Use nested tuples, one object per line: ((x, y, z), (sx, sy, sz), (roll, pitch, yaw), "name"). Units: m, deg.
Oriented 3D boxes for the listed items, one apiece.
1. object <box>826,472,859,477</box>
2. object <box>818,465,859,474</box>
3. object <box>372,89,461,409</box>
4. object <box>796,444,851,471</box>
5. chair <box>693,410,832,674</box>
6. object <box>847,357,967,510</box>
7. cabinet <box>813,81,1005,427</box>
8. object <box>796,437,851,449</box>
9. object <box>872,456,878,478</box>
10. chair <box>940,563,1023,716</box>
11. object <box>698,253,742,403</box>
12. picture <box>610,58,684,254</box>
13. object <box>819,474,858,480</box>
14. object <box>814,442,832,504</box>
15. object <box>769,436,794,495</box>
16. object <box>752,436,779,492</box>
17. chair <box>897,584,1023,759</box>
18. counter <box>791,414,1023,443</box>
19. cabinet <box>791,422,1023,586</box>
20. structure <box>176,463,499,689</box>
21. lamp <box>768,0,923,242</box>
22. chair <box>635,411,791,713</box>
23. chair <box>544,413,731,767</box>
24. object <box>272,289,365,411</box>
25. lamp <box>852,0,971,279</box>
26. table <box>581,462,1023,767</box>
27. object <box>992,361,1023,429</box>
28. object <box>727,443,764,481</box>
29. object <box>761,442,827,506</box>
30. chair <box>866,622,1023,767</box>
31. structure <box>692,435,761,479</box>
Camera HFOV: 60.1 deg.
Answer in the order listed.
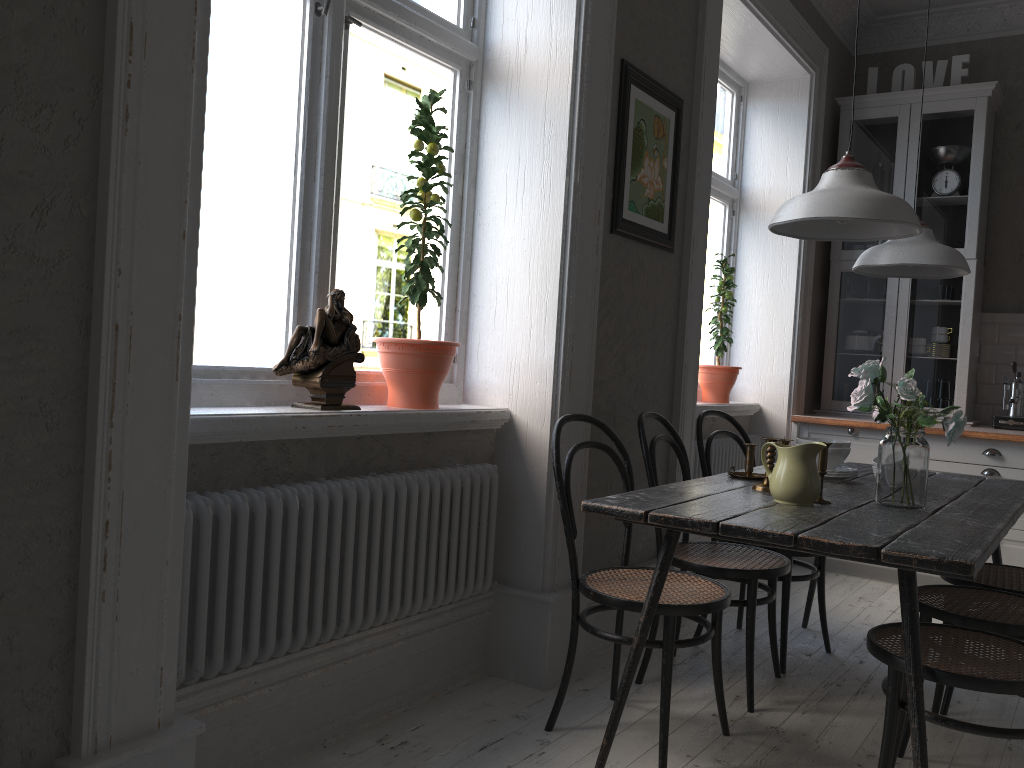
((1.057, 0.302, 3.023), (0.237, 0.027, 0.237), (4, 2, 1), "object")
((1.057, 0.294, 3.023), (0.242, 0.027, 0.233), (2, 2, -34), "object")
((-0.274, -0.422, 2.704), (0.273, 0.991, 0.267), (3, 2, -17), "object")
((1.059, 0.258, 3.022), (0.177, 0.094, 0.182), (4, 2, 25), "object")
((0.980, 0.581, 3.473), (0.447, 0.920, 0.537), (2, 2, -44), "chair")
((1.087, 0.134, 2.454), (0.306, 0.414, 0.256), (4, 2, 32), "object")
((2.345, -0.723, 5.255), (0.862, 1.921, 0.395), (4, 2, 33), "cabinet")
((1.060, 0.238, 3.022), (0.177, 0.094, 0.182), (4, 2, 25), "object")
((1.261, 0.280, 2.942), (0.130, 0.119, 0.122), (2, 2, -41), "object")
((1.720, 0.641, 2.942), (0.539, 0.920, 0.446), (4, 2, 31), "chair")
((1.132, -0.305, 4.810), (0.265, 0.813, 0.255), (3, 2, -29), "object")
((0.523, -0.840, 3.360), (0.019, 0.619, 0.531), (4, 2, 34), "picture")
((1.056, 0.311, 3.024), (0.242, 0.027, 0.232), (2, 2, -39), "object")
((0.859, 0.245, 2.453), (0.060, 0.167, 0.058), (2, 2, -43), "object")
((0.779, 0.235, 2.549), (0.063, 0.172, 0.061), (2, 2, -35), "object")
((0.770, 0.232, 2.643), (0.095, 0.172, 0.097), (4, 2, 15), "object")
((1.429, 0.634, 2.543), (0.537, 0.920, 0.447), (5, 2, 41), "chair")
((2.398, 0.286, 3.430), (3.100, 0.039, 3.457), (5, 2, 34), "counter")
((2.828, 0.727, 3.323), (2.003, 0.854, 4.163), (3, 2, -10), "cabinet")
((-0.416, 0.463, 2.422), (0.146, 0.428, 1.246), (4, 2, 32), "structure")
((0.912, -1.317, 2.265), (0.384, 1.858, 0.374), (3, 2, -19), "lamp")
((0.687, 0.574, 3.072), (0.539, 0.920, 0.446), (4, 2, 31), "chair")
((0.373, 0.567, 2.601), (0.537, 0.920, 0.447), (5, 2, 41), "chair")
((-0.516, -0.097, 2.380), (0.117, 0.329, 0.242), (5, 2, 35), "object")
((1.423, -1.306, 3.020), (0.371, 1.858, 0.387), (5, 2, 41), "lamp")
((1.065, 0.698, 2.798), (0.887, 0.735, 1.957), (5, 2, 34), "table")
((2.752, 0.067, 4.847), (0.202, 0.370, 0.360), (4, 2, 34), "object")
((0.785, 0.254, 2.925), (0.138, 0.112, 0.141), (4, 2, 16), "object")
((0.767, 0.238, 2.413), (0.150, 0.170, 0.135), (3, 2, -5), "object")
((1.127, 0.628, 2.089), (0.539, 0.920, 0.446), (4, 2, 31), "chair")
((1.032, 0.493, 4.563), (0.146, 0.428, 1.246), (4, 2, 32), "structure")
